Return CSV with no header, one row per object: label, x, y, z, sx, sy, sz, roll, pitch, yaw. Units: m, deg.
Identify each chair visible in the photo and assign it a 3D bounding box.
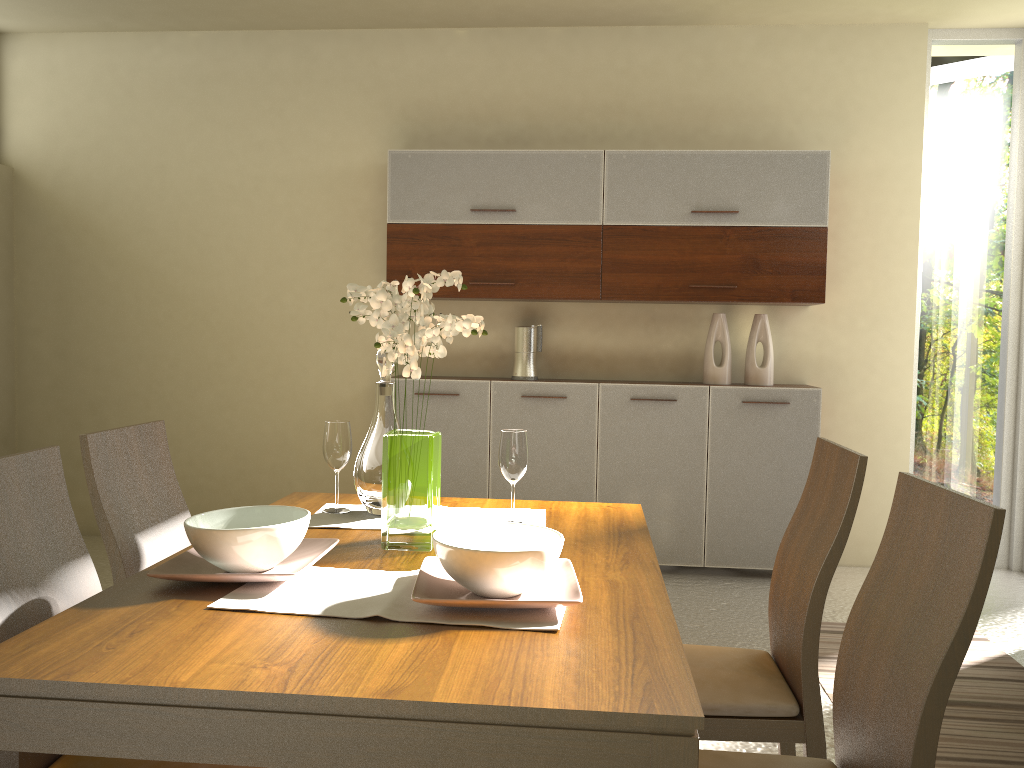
chair,-0.706,0.617,2.156,0.507,1.017,0.404,1,3,6
chair,0.464,0.674,1.504,0.507,1.017,0.404,1,3,2
chair,0.504,0.644,2.092,0.507,1.017,0.404,1,3,5
chair,-0.692,0.645,1.629,0.507,1.017,0.404,1,3,2

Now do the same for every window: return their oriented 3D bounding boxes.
window,-0.273,-0.408,2.989,6.429,3.000,4.466,1,3,3

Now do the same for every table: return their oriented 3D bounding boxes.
table,-0.206,0.756,1.857,1.000,0.790,1.411,1,3,5

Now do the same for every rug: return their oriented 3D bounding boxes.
rug,1.547,1.114,3.161,0.842,0.007,1.613,1,3,6

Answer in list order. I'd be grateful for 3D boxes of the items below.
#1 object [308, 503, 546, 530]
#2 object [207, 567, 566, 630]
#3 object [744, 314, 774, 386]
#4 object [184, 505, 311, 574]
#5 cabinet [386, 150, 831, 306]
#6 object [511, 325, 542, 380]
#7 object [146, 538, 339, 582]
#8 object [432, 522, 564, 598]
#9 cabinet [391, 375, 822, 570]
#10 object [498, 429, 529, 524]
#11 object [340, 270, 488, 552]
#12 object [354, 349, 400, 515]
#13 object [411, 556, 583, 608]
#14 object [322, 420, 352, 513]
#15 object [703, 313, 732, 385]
object,-0.210,0.335,2.236,0.589,0.010,0.287,1,3,2
object,-0.197,0.370,1.574,0.589,0.010,0.287,2,3,8
object,1.344,-0.186,4.809,0.153,0.384,0.153,4,4,39
object,-0.506,0.302,1.701,0.232,0.107,0.233,2,3,16
cabinet,0.492,-0.845,4.828,2.318,0.789,0.372,1,3,5
object,0.088,-0.177,4.912,0.181,0.305,0.150,2,3,12
object,-0.503,0.342,1.702,0.283,0.041,0.283,1,3,5
object,-0.025,0.317,1.567,0.233,0.101,0.233,1,3,-6
cabinet,0.467,0.494,4.899,2.318,1.018,0.372,1,3,5
object,0.003,0.229,2.166,0.075,0.232,0.075,-1,4,-36
object,-0.210,0.052,1.935,0.304,0.608,0.302,2,3,8
object,-0.325,0.117,2.272,0.156,0.426,0.156,-2,4,-44
object,-0.026,0.357,1.570,0.283,0.033,0.283,1,3,-1
object,-0.449,0.211,2.279,0.075,0.232,0.075,-1,4,-36
object,1.122,-0.192,4.829,0.153,0.384,0.153,4,4,39
